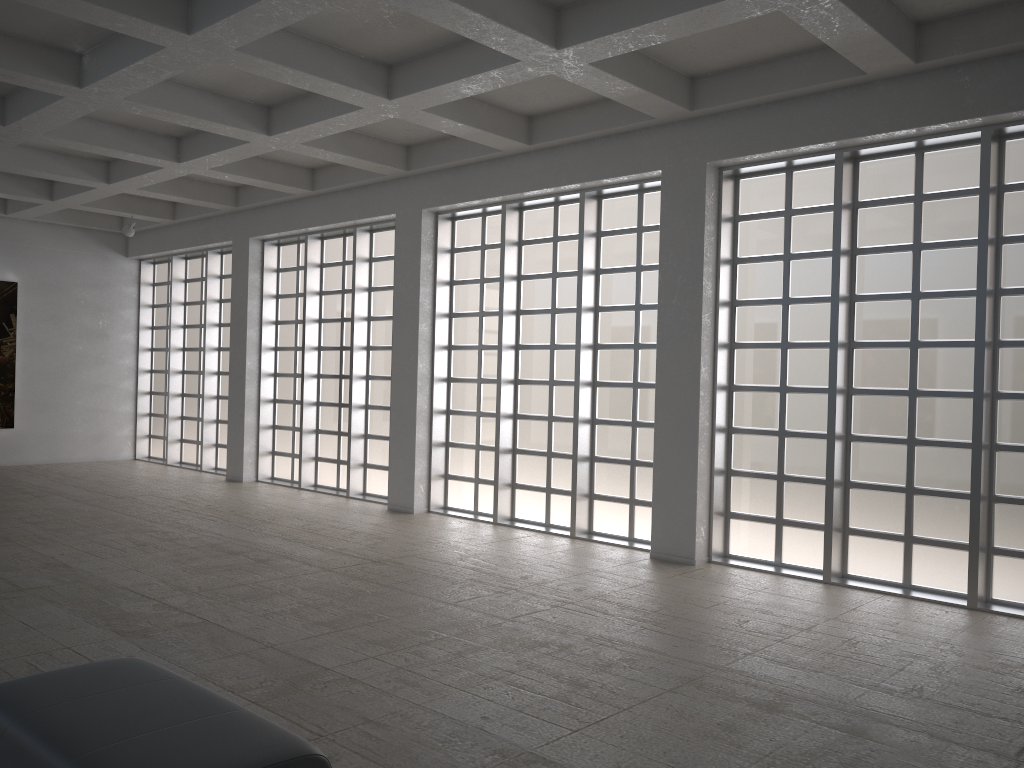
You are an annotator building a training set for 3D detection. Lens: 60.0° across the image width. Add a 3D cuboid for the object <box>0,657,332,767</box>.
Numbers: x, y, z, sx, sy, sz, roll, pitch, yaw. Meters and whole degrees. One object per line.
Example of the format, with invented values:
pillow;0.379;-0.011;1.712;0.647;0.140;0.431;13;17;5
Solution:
object;-2.926;2.928;6.880;3.044;0.828;1.616;2;0;42
